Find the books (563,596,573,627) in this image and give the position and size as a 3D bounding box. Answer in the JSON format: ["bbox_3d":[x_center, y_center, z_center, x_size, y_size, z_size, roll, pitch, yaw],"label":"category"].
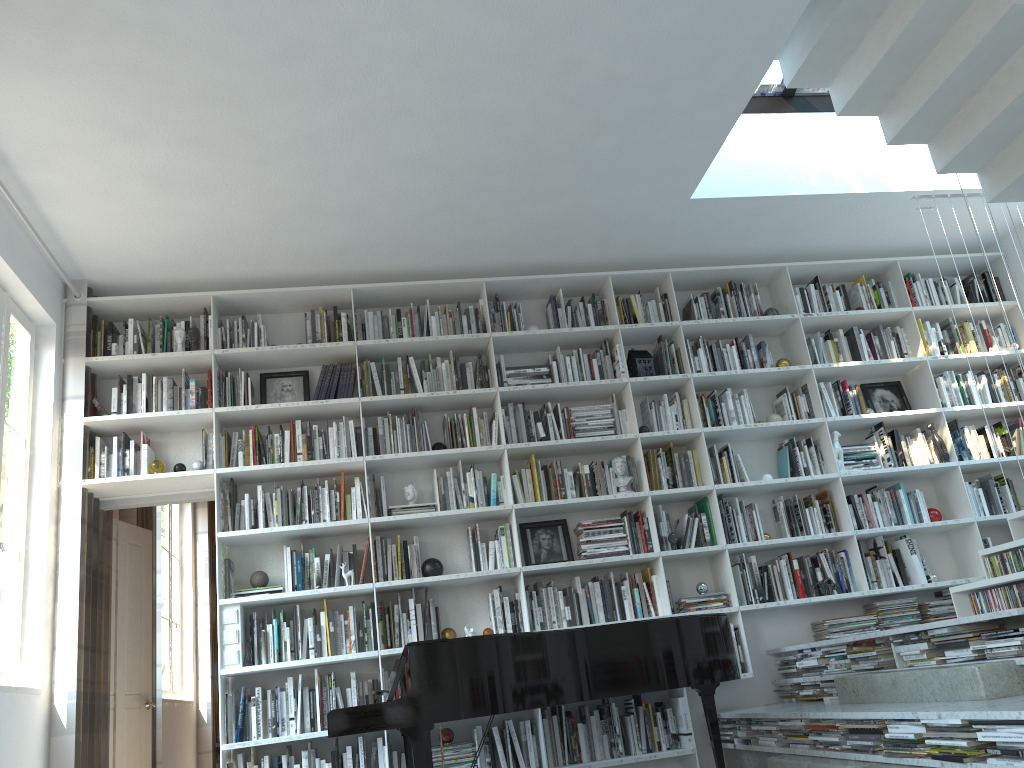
[{"bbox_3d":[0.314,1.357,5.239,0.029,0.183,0.175,-4,-19,-10],"label":"books"}]

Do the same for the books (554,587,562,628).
[{"bbox_3d":[0.259,1.342,5.265,0.021,0.243,0.142,-4,-19,-10],"label":"books"}]

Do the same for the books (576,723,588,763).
[{"bbox_3d":[0.380,2.025,5.009,0.028,0.205,0.175,-4,-19,-10],"label":"books"}]

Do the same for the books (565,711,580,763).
[{"bbox_3d":[0.342,2.003,5.037,0.012,0.275,0.155,-4,-19,-10],"label":"books"}]

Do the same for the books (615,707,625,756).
[{"bbox_3d":[0.597,1.990,5.076,0.024,0.261,0.132,-4,-19,-10],"label":"books"}]

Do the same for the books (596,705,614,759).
[{"bbox_3d":[0.531,1.980,5.056,0.013,0.284,0.185,-4,-19,-10],"label":"books"}]

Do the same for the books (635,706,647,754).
[{"bbox_3d":[0.724,1.977,5.070,0.044,0.250,0.187,-4,-19,-10],"label":"books"}]

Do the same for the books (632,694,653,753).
[{"bbox_3d":[0.747,1.945,5.090,0.013,0.316,0.187,-4,-19,-10],"label":"books"}]

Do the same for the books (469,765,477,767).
[{"bbox_3d":[-0.341,2.125,4.882,0.285,0.007,0.160,-5,-20,-8],"label":"books"}]

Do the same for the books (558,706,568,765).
[{"bbox_3d":[0.284,1.987,5.022,0.034,0.310,0.170,-4,-19,-10],"label":"books"}]

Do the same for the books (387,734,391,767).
[{"bbox_3d":[-0.670,2.071,4.857,0.012,0.284,0.160,-4,-19,-10],"label":"books"}]

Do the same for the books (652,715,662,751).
[{"bbox_3d":[0.809,2.007,5.097,0.024,0.190,0.155,-4,-19,-10],"label":"books"}]

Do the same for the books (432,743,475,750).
[{"bbox_3d":[-0.357,2.016,4.925,0.285,0.005,0.160,-4,-20,-10],"label":"books"}]

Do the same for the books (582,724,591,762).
[{"bbox_3d":[0.405,2.038,5.041,0.030,0.196,0.143,-4,-19,-10],"label":"books"}]

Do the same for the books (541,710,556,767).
[{"bbox_3d":[0.204,1.994,4.997,0.014,0.299,0.185,-4,-19,-10],"label":"books"}]

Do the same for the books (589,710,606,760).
[{"bbox_3d":[0.486,1.999,5.058,0.028,0.260,0.133,-4,-19,-10],"label":"books"}]

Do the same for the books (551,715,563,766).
[{"bbox_3d":[0.246,2.015,5.016,0.025,0.262,0.145,-4,-19,-10],"label":"books"}]

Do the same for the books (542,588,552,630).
[{"bbox_3d":[0.198,1.345,5.257,0.024,0.246,0.132,-4,-19,-10],"label":"books"}]

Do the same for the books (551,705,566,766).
[{"bbox_3d":[0.261,1.976,5.022,0.012,0.336,0.144,-4,-19,-10],"label":"books"}]

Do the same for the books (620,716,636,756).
[{"bbox_3d":[0.660,2.004,5.055,0.010,0.205,0.180,-4,-19,-10],"label":"books"}]

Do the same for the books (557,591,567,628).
[{"bbox_3d":[0.286,1.345,5.244,0.023,0.216,0.175,-4,-19,-10],"label":"books"}]

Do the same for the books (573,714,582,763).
[{"bbox_3d":[0.354,2.012,5.037,0.012,0.254,0.151,-4,-19,-10],"label":"books"}]

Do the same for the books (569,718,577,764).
[{"bbox_3d":[0.333,2.020,5.025,0.012,0.238,0.129,-4,-19,-10],"label":"books"}]

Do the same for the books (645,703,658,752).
[{"bbox_3d":[0.789,1.973,5.096,0.011,0.257,0.172,-4,-19,-10],"label":"books"}]

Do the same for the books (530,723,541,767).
[{"bbox_3d":[0.131,2.039,4.999,0.021,0.236,0.116,-4,-19,-10],"label":"books"}]

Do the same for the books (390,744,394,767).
[{"bbox_3d":[-0.655,2.097,4.853,0.012,0.230,0.138,-4,-19,-10],"label":"books"}]

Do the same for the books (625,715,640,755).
[{"bbox_3d":[0.678,2.002,5.064,0.029,0.209,0.171,-4,-19,-10],"label":"books"}]

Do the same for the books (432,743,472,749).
[{"bbox_3d":[-0.357,2.009,4.924,0.254,0.005,0.161,-4,-20,-9],"label":"books"}]

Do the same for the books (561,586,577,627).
[{"bbox_3d":[0.338,1.333,5.259,0.029,0.237,0.166,-4,-19,-10],"label":"books"}]

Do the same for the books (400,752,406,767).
[{"bbox_3d":[-0.595,2.111,4.845,0.053,0.183,0.148,-4,-19,-10],"label":"books"}]

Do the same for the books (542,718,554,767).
[{"bbox_3d":[0.188,2.016,4.986,0.026,0.255,0.184,-4,-19,-10],"label":"books"}]

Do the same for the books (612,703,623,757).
[{"bbox_3d":[0.579,1.974,5.062,0.014,0.287,0.185,-4,-19,-10],"label":"books"}]

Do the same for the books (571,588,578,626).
[{"bbox_3d":[0.358,1.338,5.271,0.013,0.229,0.139,-4,-19,-10],"label":"books"}]

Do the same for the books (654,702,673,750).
[{"bbox_3d":[0.873,1.969,5.113,0.012,0.255,0.177,-4,-19,-10],"label":"books"}]

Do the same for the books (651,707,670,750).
[{"bbox_3d":[0.854,1.987,5.113,0.028,0.227,0.162,-4,-19,-10],"label":"books"}]

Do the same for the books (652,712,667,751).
[{"bbox_3d":[0.832,1.995,5.094,0.022,0.204,0.192,-4,-19,-10],"label":"books"}]

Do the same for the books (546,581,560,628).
[{"bbox_3d":[0.243,1.319,5.251,0.013,0.281,0.167,-4,-19,-10],"label":"books"}]

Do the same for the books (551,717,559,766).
[{"bbox_3d":[0.228,2.022,5.022,0.010,0.258,0.131,-4,-19,-10],"label":"books"}]

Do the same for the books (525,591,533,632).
[{"bbox_3d":[0.085,1.353,5.231,0.029,0.243,0.154,-4,-19,-10],"label":"books"}]

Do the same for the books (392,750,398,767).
[{"bbox_3d":[-0.635,2.110,4.847,0.025,0.197,0.161,-4,-19,-10],"label":"books"}]

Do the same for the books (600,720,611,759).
[{"bbox_3d":[0.516,2.023,5.051,0.024,0.202,0.145,-4,-19,-10],"label":"books"}]

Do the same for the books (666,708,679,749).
[{"bbox_3d":[0.896,1.983,5.105,0.029,0.217,0.191,-4,-19,-10],"label":"books"}]

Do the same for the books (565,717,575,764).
[{"bbox_3d":[0.315,2.019,5.027,0.022,0.246,0.144,-4,-19,-10],"label":"books"}]

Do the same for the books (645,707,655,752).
[{"bbox_3d":[0.769,1.989,5.103,0.028,0.238,0.140,-4,-19,-10],"label":"books"}]

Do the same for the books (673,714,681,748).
[{"bbox_3d":[0.922,2.003,5.116,0.023,0.181,0.149,-4,-19,-10],"label":"books"}]

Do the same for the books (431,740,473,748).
[{"bbox_3d":[-0.356,2.001,4.917,0.285,0.005,0.160,-6,-19,-5],"label":"books"}]

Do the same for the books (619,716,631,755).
[{"bbox_3d":[0.630,2.014,5.081,0.040,0.211,0.129,-4,-19,-10],"label":"books"}]

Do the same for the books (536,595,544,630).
[{"bbox_3d":[0.152,1.363,5.231,0.024,0.207,0.170,-4,-19,-10],"label":"books"}]

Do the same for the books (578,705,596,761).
[{"bbox_3d":[0.428,1.987,5.051,0.026,0.293,0.155,-4,-19,-10],"label":"books"}]

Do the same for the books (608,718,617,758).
[{"bbox_3d":[0.552,2.014,5.051,0.022,0.212,0.168,-4,-19,-10],"label":"books"}]

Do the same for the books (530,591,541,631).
[{"bbox_3d":[0.127,1.349,5.219,0.027,0.233,0.168,-4,-19,-10],"label":"books"}]

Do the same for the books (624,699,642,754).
[{"bbox_3d":[0.693,1.963,5.082,0.011,0.291,0.184,-4,-19,-10],"label":"books"}]

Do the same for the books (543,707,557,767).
[{"bbox_3d":[0.213,1.981,5.021,0.014,0.339,0.140,-4,-19,-10],"label":"books"}]

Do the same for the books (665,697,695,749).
[{"bbox_3d":[0.956,1.936,5.071,0.038,0.268,0.278,-4,-19,-10],"label":"books"}]

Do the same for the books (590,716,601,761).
[{"bbox_3d":[0.459,2.014,5.049,0.030,0.234,0.138,-4,-19,-10],"label":"books"}]

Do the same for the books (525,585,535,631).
[{"bbox_3d":[0.104,1.335,5.232,0.011,0.274,0.146,-4,-19,-10],"label":"books"}]

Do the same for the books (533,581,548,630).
[{"bbox_3d":[0.169,1.329,5.265,0.027,0.289,0.141,-4,-19,-10],"label":"books"}]

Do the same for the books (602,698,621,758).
[{"bbox_3d":[0.563,1.952,5.066,0.014,0.334,0.183,-4,-19,-10],"label":"books"}]

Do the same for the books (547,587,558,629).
[{"bbox_3d":[0.225,1.338,5.245,0.027,0.245,0.180,-4,-19,-10],"label":"books"}]
